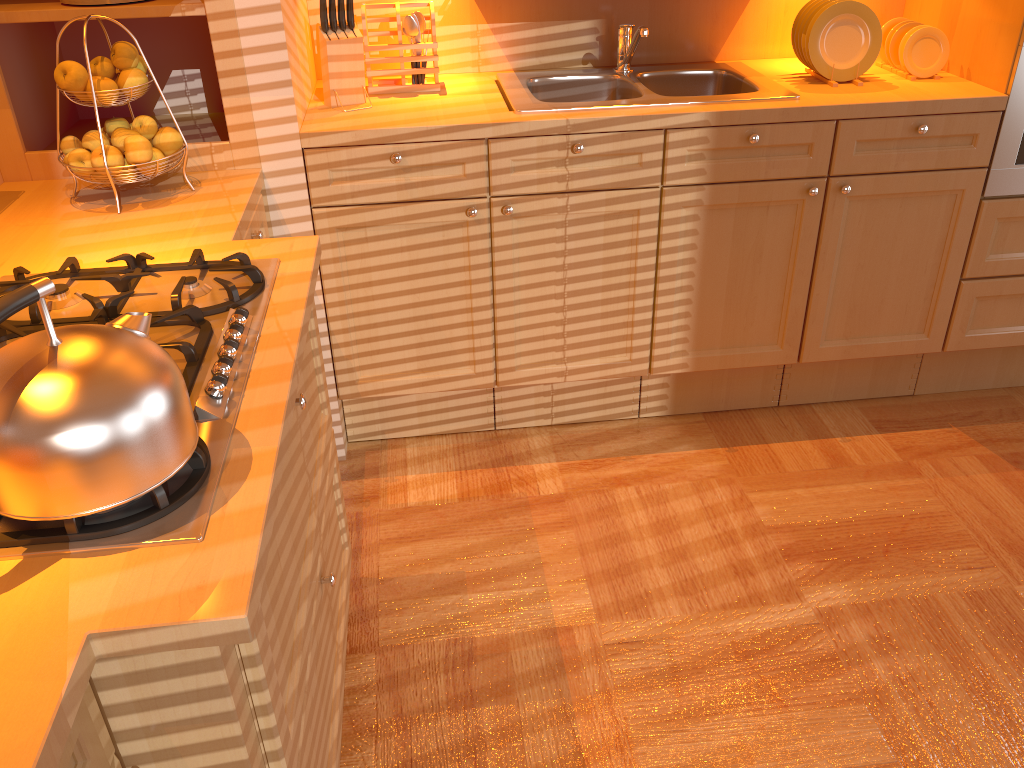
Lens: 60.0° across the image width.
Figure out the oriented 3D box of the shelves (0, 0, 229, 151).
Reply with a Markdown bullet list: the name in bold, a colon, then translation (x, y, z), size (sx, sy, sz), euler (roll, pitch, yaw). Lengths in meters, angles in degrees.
- **shelves**: translation (-0.947, -0.937, 2.222), size (0.600, 0.702, 0.582), euler (-5, 31, -5)

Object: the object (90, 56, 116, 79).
- **object**: translation (-0.863, -0.664, 1.868), size (0.051, 0.051, 0.050), euler (8, 32, 16)

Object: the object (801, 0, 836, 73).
- **object**: translation (0.898, -0.955, 2.449), size (0.205, 0.200, 0.049), euler (-4, 31, -4)

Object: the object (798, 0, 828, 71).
- **object**: translation (0.897, -0.970, 2.473), size (0.205, 0.200, 0.049), euler (-4, 31, -4)

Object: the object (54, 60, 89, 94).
- **object**: translation (-0.903, -0.630, 1.819), size (0.063, 0.064, 0.061), euler (0, 31, 3)

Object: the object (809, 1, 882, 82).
- **object**: translation (0.902, -0.927, 2.401), size (0.205, 0.200, 0.049), euler (-4, 31, -4)

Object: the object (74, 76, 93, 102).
- **object**: translation (-0.902, -0.627, 1.876), size (0.051, 0.056, 0.057), euler (25, 39, 37)

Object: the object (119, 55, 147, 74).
- **object**: translation (-0.819, -0.686, 1.916), size (0.057, 0.060, 0.058), euler (6, 32, 13)

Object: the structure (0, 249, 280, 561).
- **structure**: translation (-0.628, -0.029, 1.270), size (0.494, 0.051, 0.797), euler (-5, 31, -5)

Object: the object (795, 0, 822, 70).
- **object**: translation (0.895, -0.984, 2.497), size (0.205, 0.200, 0.049), euler (-4, 31, -4)

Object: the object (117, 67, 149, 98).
- **object**: translation (-0.806, -0.641, 1.883), size (0.063, 0.063, 0.064), euler (4, 31, 9)

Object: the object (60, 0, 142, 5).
- **object**: translation (-0.935, -0.913, 2.063), size (0.222, 0.039, 0.222), euler (4, 31, 10)

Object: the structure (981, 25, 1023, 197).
- **structure**: translation (1.569, -0.777, 2.288), size (0.576, 0.583, 0.066), euler (-5, 31, -5)

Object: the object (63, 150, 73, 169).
- **object**: translation (-0.946, -0.484, 1.919), size (0.046, 0.045, 0.046), euler (-21, 36, -29)

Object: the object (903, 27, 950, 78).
- **object**: translation (1.139, -0.912, 2.440), size (0.133, 0.129, 0.037), euler (-4, 31, -5)

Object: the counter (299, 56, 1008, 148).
- **counter**: translation (0.350, -0.806, 2.466), size (1.800, 0.038, 0.600), euler (-5, 31, -5)

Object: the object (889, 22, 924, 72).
- **object**: translation (1.131, -0.954, 2.511), size (0.133, 0.129, 0.037), euler (-4, 31, -5)

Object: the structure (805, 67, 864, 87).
- **structure**: translation (0.904, -0.866, 2.496), size (0.084, 0.010, 0.219), euler (-3, 31, -3)

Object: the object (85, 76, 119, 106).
- **object**: translation (-0.853, -0.610, 1.848), size (0.064, 0.058, 0.063), euler (-25, 38, -34)

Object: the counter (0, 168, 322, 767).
- **counter**: translation (-0.687, 0.076, 1.177), size (0.770, 0.038, 2.250), euler (-5, 31, -5)

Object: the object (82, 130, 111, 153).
- **object**: translation (-0.883, -0.511, 1.887), size (0.056, 0.058, 0.055), euler (15, 34, 25)

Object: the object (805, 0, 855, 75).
- **object**: translation (0.900, -0.941, 2.425), size (0.205, 0.200, 0.049), euler (-4, 31, -4)

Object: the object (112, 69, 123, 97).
- **object**: translation (-0.860, -0.650, 1.914), size (0.058, 0.059, 0.058), euler (12, 33, 22)

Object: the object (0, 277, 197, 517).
- **object**: translation (-0.493, -0.012, 0.975), size (0.242, 0.215, 0.251), euler (-11, 32, -16)

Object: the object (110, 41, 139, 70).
- **object**: translation (-0.814, -0.690, 1.865), size (0.058, 0.059, 0.055), euler (22, 38, 34)

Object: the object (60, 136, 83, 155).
- **object**: translation (-0.964, -0.520, 1.942), size (0.044, 0.047, 0.046), euler (6, 31, 13)

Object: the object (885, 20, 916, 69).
- **object**: translation (1.129, -0.968, 2.535), size (0.133, 0.129, 0.037), euler (-4, 31, -5)

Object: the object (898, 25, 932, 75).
- **object**: translation (1.137, -0.926, 2.464), size (0.133, 0.129, 0.037), euler (-4, 31, -5)

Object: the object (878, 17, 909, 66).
- **object**: translation (1.123, -0.996, 2.582), size (0.133, 0.129, 0.037), euler (-3, 31, -3)

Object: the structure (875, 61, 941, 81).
- **structure**: translation (1.133, -0.900, 2.544), size (0.084, 0.010, 0.219), euler (-4, 31, -4)
